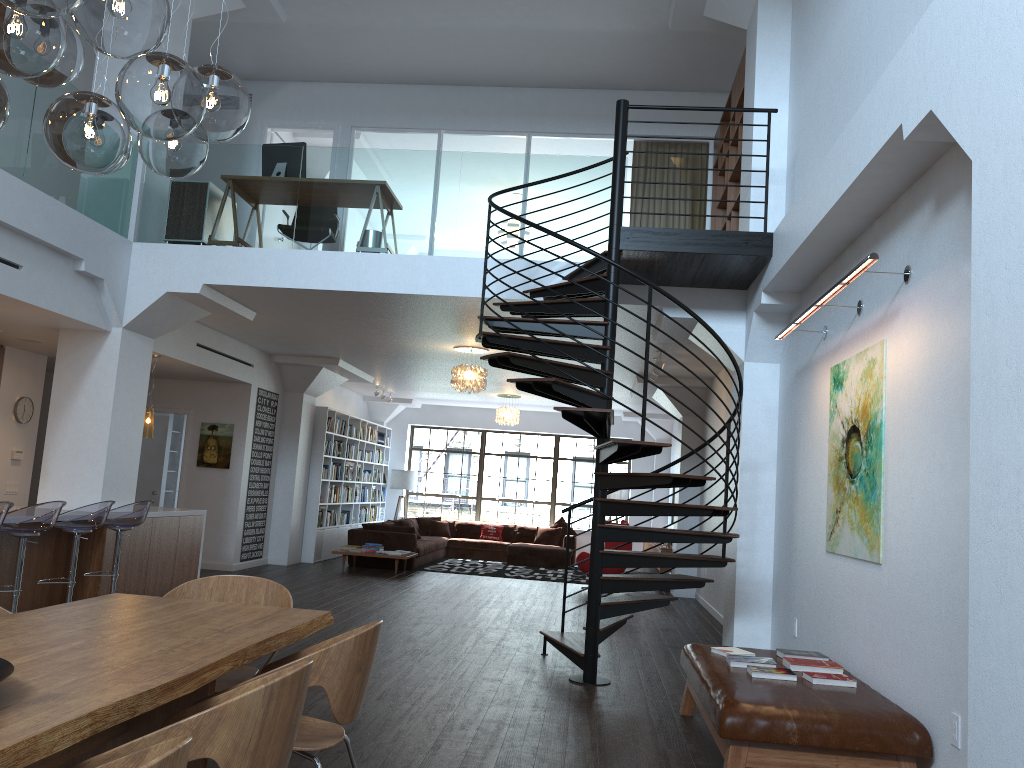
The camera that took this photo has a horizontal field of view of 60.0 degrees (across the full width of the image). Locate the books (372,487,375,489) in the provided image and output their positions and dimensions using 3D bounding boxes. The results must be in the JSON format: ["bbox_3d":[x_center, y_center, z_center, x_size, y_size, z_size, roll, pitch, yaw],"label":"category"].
[{"bbox_3d":[-2.781,2.009,17.159,0.223,0.031,0.161,3,-7,6],"label":"books"}]

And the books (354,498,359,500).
[{"bbox_3d":[-2.917,2.075,16.030,0.251,0.037,0.160,3,-7,10],"label":"books"}]

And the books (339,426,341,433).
[{"bbox_3d":[-2.929,0.728,14.716,0.161,0.222,0.083,3,-7,6],"label":"books"}]

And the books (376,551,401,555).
[{"bbox_3d":[-1.806,2.468,12.985,0.231,0.040,0.342,11,-10,-44],"label":"books"}]

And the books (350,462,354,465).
[{"bbox_3d":[-2.887,1.402,15.678,0.129,0.043,0.185,2,-7,20],"label":"books"}]

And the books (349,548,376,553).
[{"bbox_3d":[-2.204,2.448,13.032,0.236,0.035,0.340,0,-8,30],"label":"books"}]

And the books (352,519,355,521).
[{"bbox_3d":[-2.978,2.438,15.957,0.284,0.033,0.197,5,-7,-9],"label":"books"}]

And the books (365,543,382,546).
[{"bbox_3d":[-2.094,2.435,13.433,0.224,0.027,0.157,3,-7,10],"label":"books"}]

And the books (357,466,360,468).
[{"bbox_3d":[-2.863,1.487,15.998,0.223,0.031,0.161,3,-7,6],"label":"books"}]

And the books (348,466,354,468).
[{"bbox_3d":[-2.919,1.460,15.686,0.223,0.027,0.161,5,-7,-5],"label":"books"}]

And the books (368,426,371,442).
[{"bbox_3d":[-2.761,0.942,16.683,0.176,0.290,0.053,3,-7,6],"label":"books"}]

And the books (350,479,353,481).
[{"bbox_3d":[-2.911,1.686,15.622,0.171,0.039,0.246,3,-7,6],"label":"books"}]

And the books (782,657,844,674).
[{"bbox_3d":[1.645,1.544,4.853,0.283,0.043,0.197,3,-7,5],"label":"books"}]

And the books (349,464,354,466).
[{"bbox_3d":[-2.896,1.435,15.678,0.144,0.024,0.208,3,-7,10],"label":"books"}]

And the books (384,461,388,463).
[{"bbox_3d":[-2.691,1.578,18.029,0.284,0.033,0.197,1,-7,20],"label":"books"}]

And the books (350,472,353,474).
[{"bbox_3d":[-2.915,1.564,15.646,0.168,0.045,0.231,4,-7,1],"label":"books"}]

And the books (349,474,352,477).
[{"bbox_3d":[-2.933,1.605,15.628,0.180,0.042,0.259,3,-7,6],"label":"books"}]

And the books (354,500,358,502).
[{"bbox_3d":[-2.917,2.112,16.023,0.246,0.038,0.171,3,-7,6],"label":"books"}]

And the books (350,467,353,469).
[{"bbox_3d":[-2.908,1.487,15.657,0.161,0.033,0.223,3,-7,6],"label":"books"}]

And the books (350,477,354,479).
[{"bbox_3d":[-2.911,1.647,15.625,0.160,0.039,0.251,3,-7,10],"label":"books"}]

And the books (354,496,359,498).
[{"bbox_3d":[-2.916,2.040,16.060,0.259,0.040,0.180,3,-7,6],"label":"books"}]

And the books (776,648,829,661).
[{"bbox_3d":[1.692,1.587,5.167,0.254,0.044,0.183,4,-7,0],"label":"books"}]

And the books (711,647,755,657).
[{"bbox_3d":[1.285,1.564,5.166,0.161,0.031,0.223,6,-7,-16],"label":"books"}]

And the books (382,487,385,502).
[{"bbox_3d":[-2.687,2.255,18.124,0.176,0.290,0.053,3,-7,6],"label":"books"}]

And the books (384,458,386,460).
[{"bbox_3d":[-2.688,1.517,18.035,0.204,0.025,0.144,-1,-8,35],"label":"books"}]

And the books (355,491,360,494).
[{"bbox_3d":[-2.902,1.955,16.047,0.253,0.040,0.183,3,-7,6],"label":"books"}]

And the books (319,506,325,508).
[{"bbox_3d":[-3.071,1.935,13.947,0.223,0.027,0.161,2,-7,15],"label":"books"}]

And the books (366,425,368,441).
[{"bbox_3d":[-2.759,0.912,16.465,0.140,0.298,0.044,3,-7,6],"label":"books"}]

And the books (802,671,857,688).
[{"bbox_3d":[1.618,1.506,4.525,0.224,0.036,0.161,4,-7,0],"label":"books"}]

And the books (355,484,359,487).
[{"bbox_3d":[-2.877,1.837,16.053,0.185,0.041,0.129,2,-7,20],"label":"books"}]

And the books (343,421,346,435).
[{"bbox_3d":[-2.904,0.743,14.969,0.182,0.255,0.077,3,-7,6],"label":"books"}]

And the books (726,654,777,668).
[{"bbox_3d":[1.306,1.521,4.846,0.247,0.040,0.185,3,-7,9],"label":"books"}]

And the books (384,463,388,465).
[{"bbox_3d":[-2.694,1.611,18.025,0.284,0.035,0.197,-1,-8,35],"label":"books"}]

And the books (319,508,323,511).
[{"bbox_3d":[-3.080,1.974,13.965,0.174,0.045,0.240,5,-7,-5],"label":"books"}]

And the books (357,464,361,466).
[{"bbox_3d":[-2.860,1.459,16.010,0.224,0.030,0.161,2,-7,15],"label":"books"}]

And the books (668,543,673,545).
[{"bbox_3d":[2.654,2.606,14.529,0.250,0.053,0.400,3,-7,6],"label":"books"}]

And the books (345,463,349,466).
[{"bbox_3d":[-2.919,1.384,15.270,0.174,0.045,0.240,3,-7,5],"label":"books"}]

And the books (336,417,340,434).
[{"bbox_3d":[-2.941,0.680,14.620,0.176,0.293,0.125,3,-7,6],"label":"books"}]

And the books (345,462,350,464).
[{"bbox_3d":[-2.911,1.346,15.252,0.223,0.027,0.161,2,-7,15],"label":"books"}]

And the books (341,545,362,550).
[{"bbox_3d":[-2.419,2.472,13.395,0.241,0.045,0.334,3,-7,7],"label":"books"}]

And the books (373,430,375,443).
[{"bbox_3d":[-2.727,1.006,17.025,0.160,0.250,0.026,3,-7,6],"label":"books"}]

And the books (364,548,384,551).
[{"bbox_3d":[-2.099,2.501,13.423,0.312,0.037,0.216,5,-7,-4],"label":"books"}]

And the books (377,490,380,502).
[{"bbox_3d":[-2.739,2.225,17.645,0.168,0.228,0.139,3,-7,6],"label":"books"}]

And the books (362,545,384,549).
[{"bbox_3d":[-2.100,2.466,13.432,0.279,0.035,0.191,2,-7,15],"label":"books"}]

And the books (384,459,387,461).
[{"bbox_3d":[-2.687,1.545,18.028,0.254,0.032,0.174,-2,-9,40],"label":"books"}]

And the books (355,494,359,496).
[{"bbox_3d":[-2.900,1.997,16.050,0.231,0.044,0.168,4,-7,1],"label":"books"}]

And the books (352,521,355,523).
[{"bbox_3d":[-2.981,2.472,15.953,0.284,0.035,0.197,3,-7,6],"label":"books"}]

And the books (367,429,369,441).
[{"bbox_3d":[-2.768,0.953,16.598,0.171,0.246,0.057,3,-7,6],"label":"books"}]

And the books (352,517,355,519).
[{"bbox_3d":[-2.980,2.406,15.964,0.254,0.032,0.174,3,-7,10],"label":"books"}]

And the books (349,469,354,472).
[{"bbox_3d":[-2.905,1.522,15.646,0.183,0.042,0.253,3,-7,6],"label":"books"}]

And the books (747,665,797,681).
[{"bbox_3d":[1.340,1.492,4.578,0.224,0.032,0.161,3,-7,6],"label":"books"}]

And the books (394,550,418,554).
[{"bbox_3d":[-1.621,2.522,13.310,0.256,0.035,0.350,0,-8,31],"label":"books"}]
